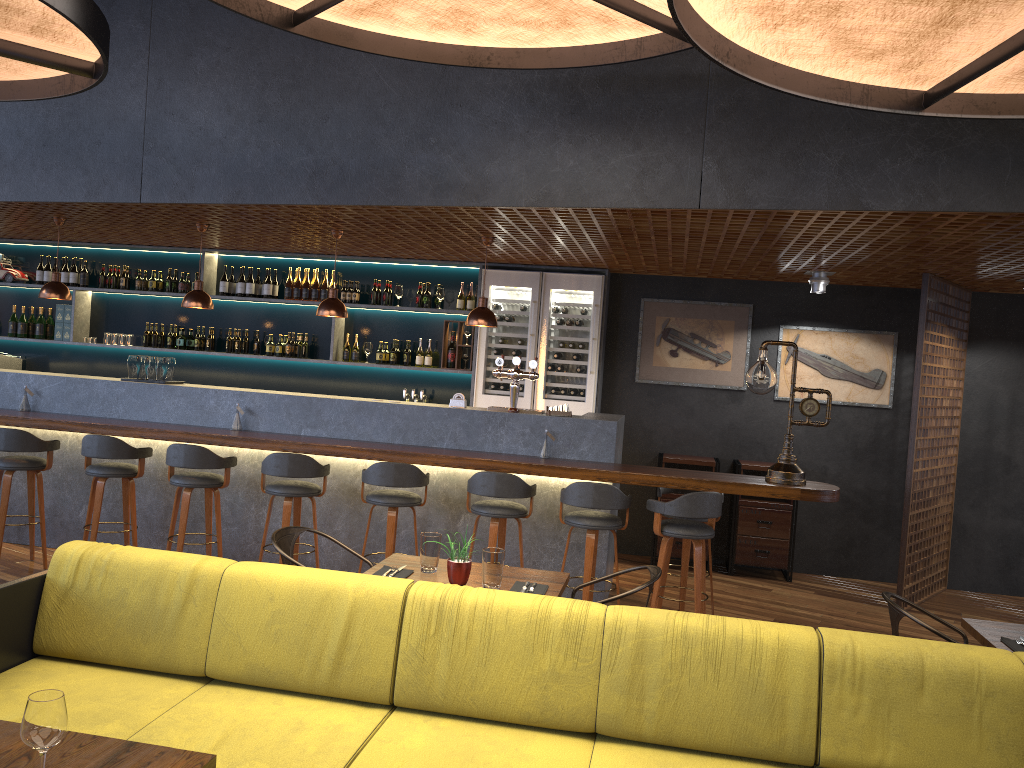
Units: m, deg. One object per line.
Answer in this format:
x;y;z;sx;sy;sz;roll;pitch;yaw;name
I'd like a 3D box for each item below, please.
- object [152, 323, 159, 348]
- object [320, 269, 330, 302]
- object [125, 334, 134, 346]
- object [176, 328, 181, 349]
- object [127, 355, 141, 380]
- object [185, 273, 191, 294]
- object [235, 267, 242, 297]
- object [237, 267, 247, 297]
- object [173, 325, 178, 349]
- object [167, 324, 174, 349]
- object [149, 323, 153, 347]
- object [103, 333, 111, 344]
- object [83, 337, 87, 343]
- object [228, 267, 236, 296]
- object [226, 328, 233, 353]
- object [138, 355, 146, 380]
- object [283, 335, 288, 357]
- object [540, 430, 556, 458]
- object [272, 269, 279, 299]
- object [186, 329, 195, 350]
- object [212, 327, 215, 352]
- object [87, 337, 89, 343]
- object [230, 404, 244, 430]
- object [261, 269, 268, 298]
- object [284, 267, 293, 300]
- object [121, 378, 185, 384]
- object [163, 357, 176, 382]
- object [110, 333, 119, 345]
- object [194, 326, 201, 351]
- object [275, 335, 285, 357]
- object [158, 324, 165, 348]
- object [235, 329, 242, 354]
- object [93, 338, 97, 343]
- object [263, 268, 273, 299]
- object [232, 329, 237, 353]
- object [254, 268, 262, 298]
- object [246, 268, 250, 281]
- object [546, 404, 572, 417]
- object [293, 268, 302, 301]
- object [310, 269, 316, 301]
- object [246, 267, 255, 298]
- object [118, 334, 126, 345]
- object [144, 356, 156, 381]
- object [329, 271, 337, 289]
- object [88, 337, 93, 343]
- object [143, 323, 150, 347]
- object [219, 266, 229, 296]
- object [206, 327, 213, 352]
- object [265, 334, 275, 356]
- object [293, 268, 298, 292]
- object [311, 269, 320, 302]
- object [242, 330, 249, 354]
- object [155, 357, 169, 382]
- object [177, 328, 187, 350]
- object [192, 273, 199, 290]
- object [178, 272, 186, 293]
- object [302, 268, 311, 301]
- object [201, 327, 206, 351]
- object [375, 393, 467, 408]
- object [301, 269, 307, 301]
-3.709;-0.504;9.228;0.063;0.254;0.063;4;1;-2;object
-1.865;-0.983;8.868;0.084;0.330;0.084;4;2;17;object
-4.021;-0.462;9.326;0.084;0.119;0.084;3;2;-35;object
-3.472;-0.474;9.299;0.088;0.224;0.088;3;2;-25;object
-3.081;-0.128;7.229;0.105;0.209;0.105;3;2;-45;object
-3.371;-1.042;9.220;0.068;0.217;0.068;4;2;15;object
-2.798;-1.046;9.144;0.086;0.310;0.085;5;2;38;object
-2.748;-1.040;9.043;0.086;0.310;0.085;5;2;44;object
-3.552;-0.496;9.349;0.063;0.254;0.063;4;2;-17;object
-3.564;-0.494;9.261;0.063;0.254;0.063;5;2;38;object
-3.801;-0.513;9.345;0.063;0.254;0.063;4;1;3;object
-4.274;-0.481;9.373;0.084;0.119;0.084;3;2;-35;object
-4.525;-0.469;9.400;0.042;0.059;0.042;3;2;-28;object
-2.896;-1.053;9.162;0.086;0.310;0.085;5;2;25;object
-2.888;-0.441;9.067;0.063;0.254;0.063;4;2;-17;object
-3.049;-0.129;7.333;0.105;0.209;0.105;3;2;-45;object
-2.329;-0.388;9.114;0.088;0.224;0.088;4;1;5;object
0.251;0.432;6.418;0.069;0.203;0.114;6;2;45;object
-2.427;-1.018;9.081;0.085;0.310;0.086;3;2;-39;object
-3.372;-0.467;9.303;0.088;0.224;0.088;4;2;-15;object
-3.119;-0.462;9.223;0.063;0.254;0.063;4;2;-17;object
-4.473;-0.465;9.389;0.042;0.059;0.042;3;2;-28;object
-2.112;0.254;6.844;0.114;0.203;0.069;4;1;-1;object
-2.520;-1.025;9.100;0.086;0.310;0.085;5;2;38;object
-2.243;-1.012;8.939;0.084;0.330;0.084;4;2;17;object
-2.951;-0.025;7.284;0.437;0.019;0.273;4;1;10;object
-2.824;-0.112;7.295;0.105;0.209;0.105;3;2;-45;object
-4.191;-0.475;9.358;0.084;0.119;0.084;3;2;-35;object
-3.245;-0.469;9.170;0.063;0.254;0.063;5;2;28;object
-2.351;-0.387;9.002;0.088;0.224;0.088;5;2;25;object
-3.680;-0.504;9.323;0.063;0.254;0.063;3;2;-32;object
-2.790;-0.434;9.048;0.063;0.254;0.063;3;2;-42;object
-4.410;-0.461;9.380;0.042;0.059;0.042;3;2;-28;object
-2.467;-1.019;8.992;0.086;0.310;0.085;5;2;44;object
-2.867;-0.443;9.174;0.063;0.254;0.063;4;1;-2;object
-2.613;-1.032;9.112;0.086;0.310;0.085;5;2;21;object
-2.708;-1.039;9.132;0.085;0.310;0.086;3;2;-39;object
0.351;0.190;6.584;0.177;0.091;0.091;4;2;-15;object
-2.151;-1.005;8.923;0.084;0.330;0.084;4;2;17;object
-2.008;-0.997;8.988;0.084;0.330;0.084;4;2;17;object
-2.658;-1.033;9.024;0.086;0.310;0.085;5;2;38;object
-4.106;-0.468;9.342;0.084;0.119;0.084;3;2;-35;object
-2.954;-0.120;7.255;0.105;0.209;0.105;3;2;-45;object
-1.816;-0.983;8.986;0.084;0.330;0.084;4;2;17;object
-4.439;-0.462;9.347;0.042;0.059;0.042;3;2;-28;object
-3.808;-0.511;9.247;0.063;0.254;0.063;4;2;-17;object
-2.941;-1.054;9.074;0.086;0.310;0.085;5;2;38;object
-3.112;-0.459;9.138;0.063;0.254;0.063;3;2;-37;object
-2.456;-0.395;9.021;0.088;0.224;0.088;4;2;-20;object
-2.194;-1.011;9.022;0.084;0.330;0.084;4;2;17;object
-1.960;-0.991;8.883;0.084;0.330;0.084;4;2;17;object
-2.743;-0.433;9.152;0.063;0.254;0.063;4;2;-17;object
-2.838;-0.110;7.181;0.105;0.209;0.105;3;2;-45;object
-3.420;-0.467;9.197;0.088;0.224;0.088;5;2;25;object
-3.246;-1.034;9.131;0.088;0.224;0.088;5;2;25;object
-3.395;-1.041;9.130;0.068;0.217;0.068;4;1;-5;object
-2.059;-0.998;8.906;0.084;0.330;0.084;4;2;17;object
-3.223;-0.470;9.248;0.063;0.254;0.063;5;2;43;object
-0.723;0.101;6.801;0.766;0.106;0.200;4;1;10;object
-2.101;-1.004;9.002;0.084;0.330;0.084;4;2;17;object
